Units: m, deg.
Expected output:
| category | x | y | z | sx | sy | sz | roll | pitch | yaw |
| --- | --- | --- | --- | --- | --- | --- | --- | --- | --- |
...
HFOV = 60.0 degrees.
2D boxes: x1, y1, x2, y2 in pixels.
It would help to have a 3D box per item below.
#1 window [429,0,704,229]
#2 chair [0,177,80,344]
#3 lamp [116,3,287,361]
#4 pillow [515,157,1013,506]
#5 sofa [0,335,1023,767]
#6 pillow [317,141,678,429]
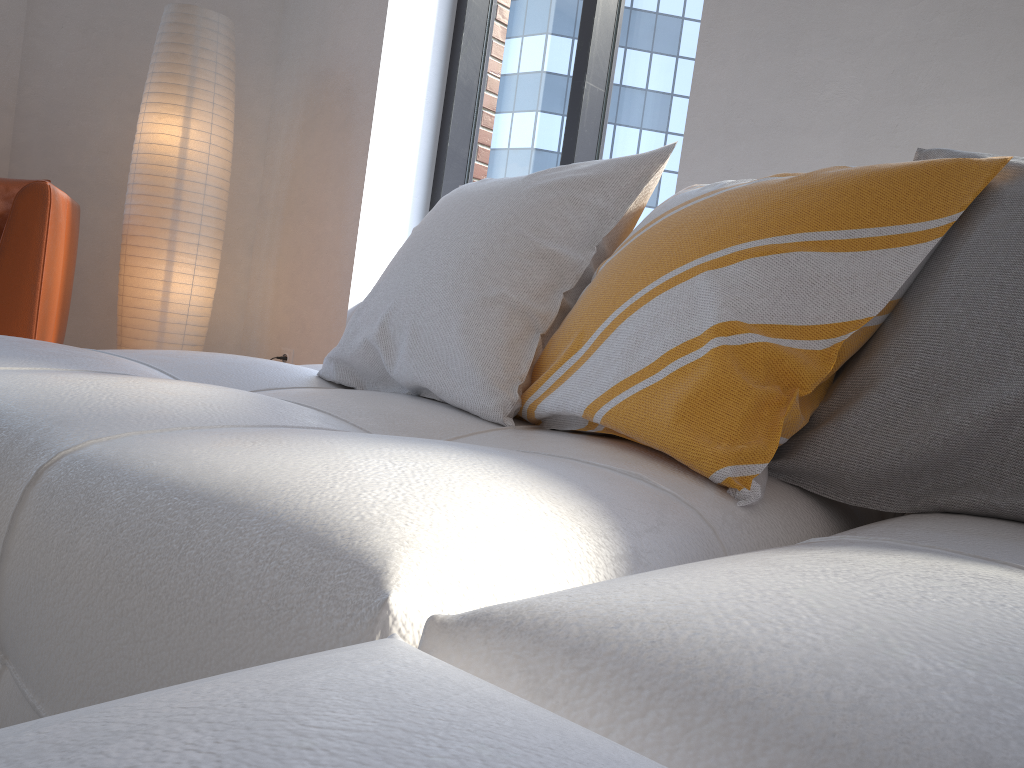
| category | x | y | z | sx | sy | sz | roll | pitch | yaw |
| --- | --- | --- | --- | --- | --- | --- | --- | --- | --- |
| window | 0.333 | -1.386 | 3.124 | 1.310 | 2.402 | 0.170 | 10 | 4 | 39 |
| chair | -1.859 | -0.292 | 2.730 | 0.896 | 0.858 | 0.843 | 7 | 3 | -19 |
| lamp | -1.033 | -0.547 | 3.224 | 0.804 | 1.550 | 0.502 | 8 | 3 | 0 |
| pillow | 0.241 | -0.065 | 0.392 | 0.630 | 0.440 | 2.095 | 8 | 3 | -4 |
| sofa | -0.396 | 0.116 | 0.102 | 2.614 | 0.732 | 3.424 | 10 | 4 | 39 |
| pillow | 0.178 | -0.108 | 0.702 | 0.580 | 0.456 | 2.156 | 7 | 3 | -25 |
